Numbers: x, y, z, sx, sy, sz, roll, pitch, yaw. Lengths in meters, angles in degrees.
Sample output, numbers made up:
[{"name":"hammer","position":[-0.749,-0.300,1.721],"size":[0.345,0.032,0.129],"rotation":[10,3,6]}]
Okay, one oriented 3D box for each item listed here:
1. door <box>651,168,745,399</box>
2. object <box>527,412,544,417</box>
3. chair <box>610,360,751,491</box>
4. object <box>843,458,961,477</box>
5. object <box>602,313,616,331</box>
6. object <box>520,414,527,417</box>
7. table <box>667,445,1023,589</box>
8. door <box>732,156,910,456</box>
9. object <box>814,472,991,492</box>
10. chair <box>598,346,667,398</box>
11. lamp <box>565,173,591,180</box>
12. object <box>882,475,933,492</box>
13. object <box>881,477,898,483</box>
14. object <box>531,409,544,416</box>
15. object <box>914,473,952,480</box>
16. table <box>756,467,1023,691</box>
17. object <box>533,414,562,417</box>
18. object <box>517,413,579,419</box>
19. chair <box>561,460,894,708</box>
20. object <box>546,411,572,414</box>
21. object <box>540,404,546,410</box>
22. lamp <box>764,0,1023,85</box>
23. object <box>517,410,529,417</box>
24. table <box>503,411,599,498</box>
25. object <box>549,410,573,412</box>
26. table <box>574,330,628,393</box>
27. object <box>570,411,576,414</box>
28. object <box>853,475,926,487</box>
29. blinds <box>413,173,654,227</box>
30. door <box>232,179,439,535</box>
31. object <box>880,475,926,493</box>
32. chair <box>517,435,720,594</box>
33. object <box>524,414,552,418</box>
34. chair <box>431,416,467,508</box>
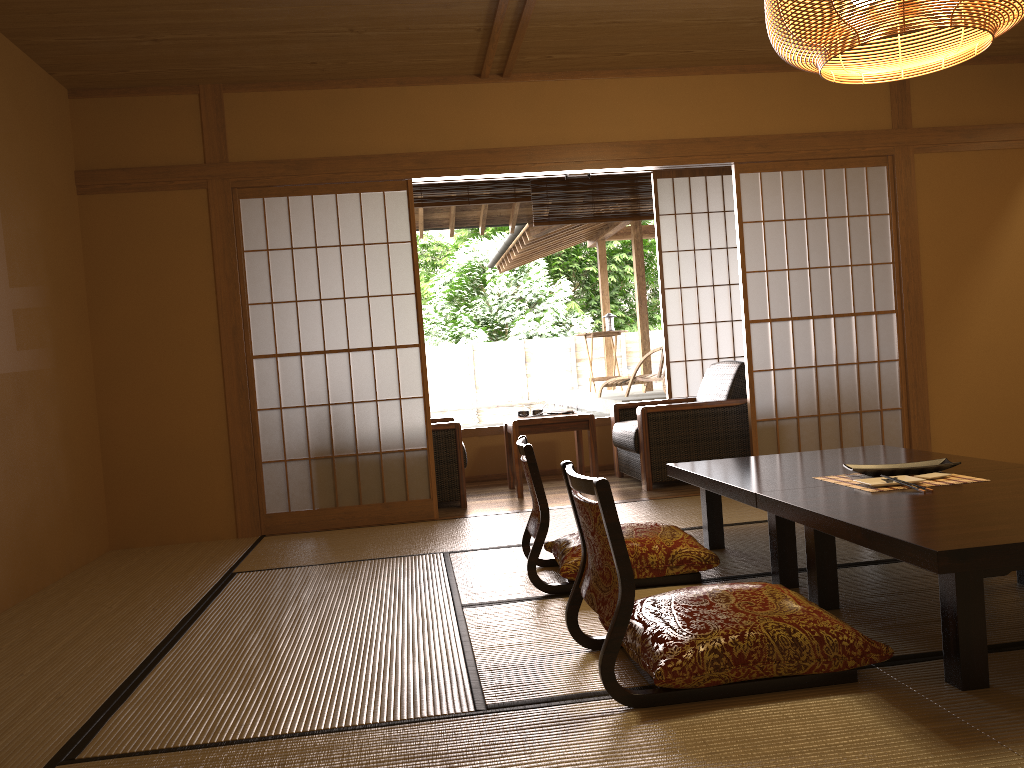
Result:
[{"name":"door","position":[1.649,-0.753,6.981],"size":[0.992,1.874,0.040],"rotation":[-5,2,-7]},{"name":"object","position":[0.153,0.203,5.913],"size":[0.130,0.026,0.038],"rotation":[-5,1,-22]},{"name":"chair","position":[1.195,0.252,6.031],"size":[0.943,0.780,0.872],"rotation":[-4,1,-7]},{"name":"object","position":[1.331,0.290,3.035],"size":[0.349,0.039,0.129],"rotation":[-4,1,7]},{"name":"object","position":[1.212,-0.766,10.998],"size":[0.176,0.240,0.176],"rotation":[-6,2,-38]},{"name":"object","position":[0.076,0.212,5.921],"size":[0.050,0.018,0.015],"rotation":[-4,2,35]},{"name":"table","position":[1.240,0.492,3.445],"size":[0.994,0.357,0.994],"rotation":[-4,1,-7]},{"name":"door","position":[1.872,-0.376,5.342],"size":[0.992,1.935,0.040],"rotation":[-5,2,-7]},{"name":"object","position":[1.278,0.315,2.946],"size":[0.401,0.003,0.398],"rotation":[-4,1,-7]},{"name":"chair","position":[1.433,-0.323,8.730],"size":[0.677,0.852,1.226],"rotation":[-5,1,-32]},{"name":"lamp","position":[0.428,-1.720,5.883],"size":[0.330,0.682,0.330],"rotation":[-5,2,-7]},{"name":"object","position":[1.227,0.308,2.760],"size":[0.006,0.030,0.229],"rotation":[-5,1,-15]},{"name":"object","position":[1.204,0.309,2.828],"size":[0.050,0.018,0.015],"rotation":[-4,1,-10]},{"name":"object","position":[0.175,0.194,6.030],"size":[0.084,0.037,0.084],"rotation":[-5,1,-15]},{"name":"object","position":[1.376,0.304,2.898],"size":[0.099,0.013,0.067],"rotation":[-5,1,-23]},{"name":"table","position":[1.359,0.496,2.457],"size":[0.994,0.357,0.994],"rotation":[-4,1,-7]},{"name":"object","position":[0.219,0.208,5.865],"size":[0.230,0.007,0.006],"rotation":[-4,1,-11]},{"name":"object","position":[0.235,0.210,5.954],"size":[0.401,0.003,0.300],"rotation":[-4,1,-7]},{"name":"chair","position":[0.507,0.467,2.331],"size":[0.699,0.547,0.582],"rotation":[-4,1,-8]},{"name":"object","position":[0.330,0.194,5.984],"size":[0.181,0.015,0.131],"rotation":[-4,1,38]},{"name":"object","position":[0.192,0.169,6.046],"size":[0.117,0.068,0.038],"rotation":[-5,2,-41]},{"name":"lamp","position":[1.176,-1.415,2.718],"size":[0.799,0.826,0.798],"rotation":[-4,1,17]},{"name":"object","position":[0.076,0.202,6.016],"size":[0.084,0.037,0.084],"rotation":[-4,1,21]},{"name":"table","position":[0.253,0.460,5.962],"size":[0.540,0.500,0.540],"rotation":[-4,1,-7]},{"name":"object","position":[0.331,0.183,5.988],"size":[0.006,0.007,0.230],"rotation":[-6,1,-41]},{"name":"table","position":[1.129,-0.272,10.979],"size":[0.669,0.732,0.669],"rotation":[-4,1,-4]},{"name":"object","position":[0.406,0.188,5.893],"size":[0.050,0.018,0.015],"rotation":[-5,1,-20]},{"name":"object","position":[1.209,0.314,2.842],"size":[0.180,0.014,0.130],"rotation":[-4,1,-5]},{"name":"blinds","position":[0.146,-1.512,6.844],"size":[1.932,0.595,0.048],"rotation":[-4,2,-7]},{"name":"door","position":[-0.986,-0.155,5.009],"size":[0.992,1.935,0.040],"rotation":[-5,2,-7]},{"name":"object","position":[1.211,0.310,2.754],"size":[0.006,0.030,0.229],"rotation":[-5,1,-9]},{"name":"chair","position":[0.373,0.462,3.410],"size":[0.686,0.547,0.582],"rotation":[-4,1,-2]},{"name":"object","position":[0.187,0.211,5.877],"size":[0.230,0.007,0.006],"rotation":[-5,1,-17]},{"name":"chair","position":[-0.781,0.404,5.800],"size":[0.943,0.780,0.872],"rotation":[-4,1,-7]}]
